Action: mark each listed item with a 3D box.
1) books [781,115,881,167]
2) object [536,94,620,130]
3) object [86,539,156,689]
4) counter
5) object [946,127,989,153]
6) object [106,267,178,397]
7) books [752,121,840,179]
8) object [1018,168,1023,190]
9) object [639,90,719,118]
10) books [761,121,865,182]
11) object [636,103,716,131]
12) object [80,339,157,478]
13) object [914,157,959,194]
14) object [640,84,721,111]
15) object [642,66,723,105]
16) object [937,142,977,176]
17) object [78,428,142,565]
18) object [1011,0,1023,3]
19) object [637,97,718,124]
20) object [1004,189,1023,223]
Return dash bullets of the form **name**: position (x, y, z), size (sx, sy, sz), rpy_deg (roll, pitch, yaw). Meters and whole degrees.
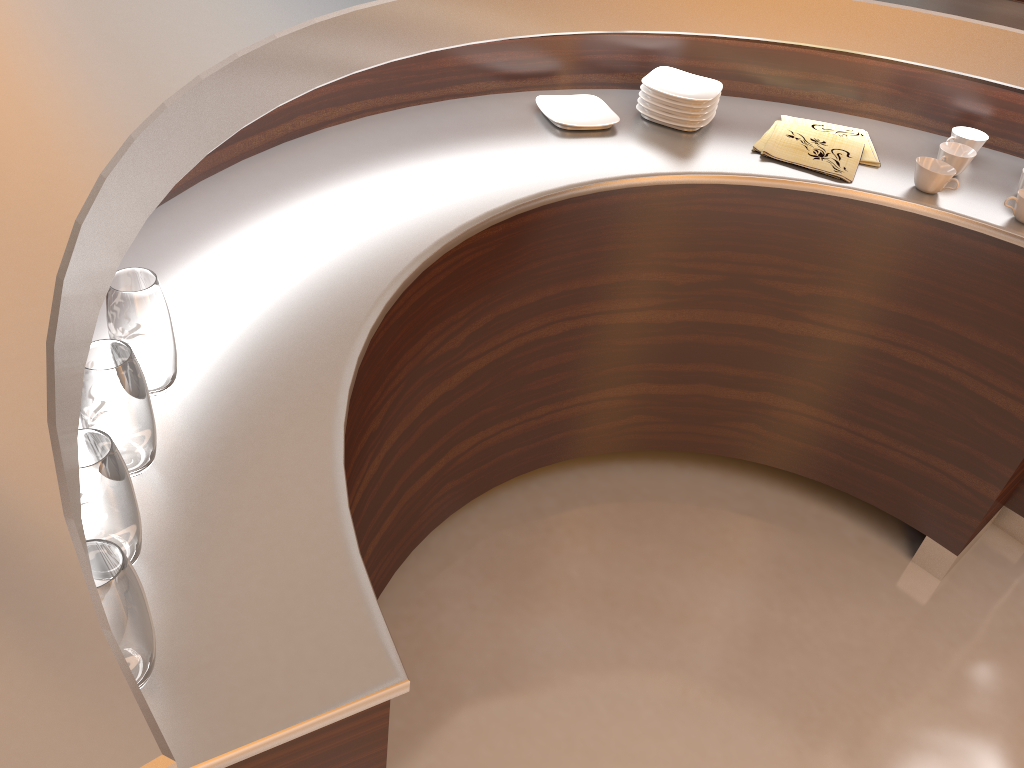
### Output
- **books**: position (0.662, -0.511, 1.851), size (0.193, 0.009, 0.189), rpy_deg (11, 39, 2)
- **object**: position (0.130, -0.544, 1.782), size (0.153, 0.020, 0.153), rpy_deg (-7, 42, -19)
- **object**: position (-0.320, 0.189, 0.698), size (0.067, 0.148, 0.067), rpy_deg (28, 43, 23)
- **counter**: position (0.106, -0.102, 1.682), size (2.917, 1.100, 1.586), rpy_deg (-20, 47, -31)
- **object**: position (0.950, -0.501, 1.860), size (0.073, 0.050, 0.086), rpy_deg (25, 42, 19)
- **object**: position (-0.407, -0.053, 0.977), size (0.067, 0.148, 0.067), rpy_deg (3, 39, -7)
- **books**: position (0.598, -0.479, 1.798), size (0.187, 0.011, 0.189), rpy_deg (24, 41, 18)
- **object**: position (1.024, -0.385, 1.733), size (0.073, 0.050, 0.086), rpy_deg (15, 39, 7)
- **object**: position (0.343, -0.586, 1.829), size (0.153, 0.020, 0.153), rpy_deg (23, 41, 16)
- **books**: position (0.608, -0.472, 1.787), size (0.185, 0.016, 0.188), rpy_deg (21, 41, 15)
- **object**: position (0.340, -0.565, 1.846), size (0.153, 0.020, 0.153), rpy_deg (23, 41, 16)
- **object**: position (-0.392, 0.029, 0.880), size (0.067, 0.148, 0.067), rpy_deg (16, 40, 9)
- **object**: position (0.811, -0.396, 1.706), size (0.086, 0.050, 0.073), rpy_deg (19, 40, 12)
- **object**: position (0.345, -0.596, 1.821), size (0.153, 0.020, 0.153), rpy_deg (23, 41, 16)
- **object**: position (0.347, -0.607, 1.812), size (0.153, 0.020, 0.153), rpy_deg (23, 41, 16)
- **object**: position (0.886, -0.446, 1.781), size (0.073, 0.050, 0.086), rpy_deg (15, 39, 8)
- **object**: position (-0.368, 0.110, 0.785), size (0.067, 0.148, 0.067), rpy_deg (14, 39, 7)
- **object**: position (1.032, -0.967, 1.710), size (0.258, 0.414, 0.052), rpy_deg (20, 40, 14)
- **object**: position (0.342, -0.575, 1.838), size (0.153, 0.020, 0.153), rpy_deg (23, 41, 16)
- **object**: position (0.965, -0.324, 1.646), size (0.086, 0.050, 0.073), rpy_deg (-20, 47, -31)
